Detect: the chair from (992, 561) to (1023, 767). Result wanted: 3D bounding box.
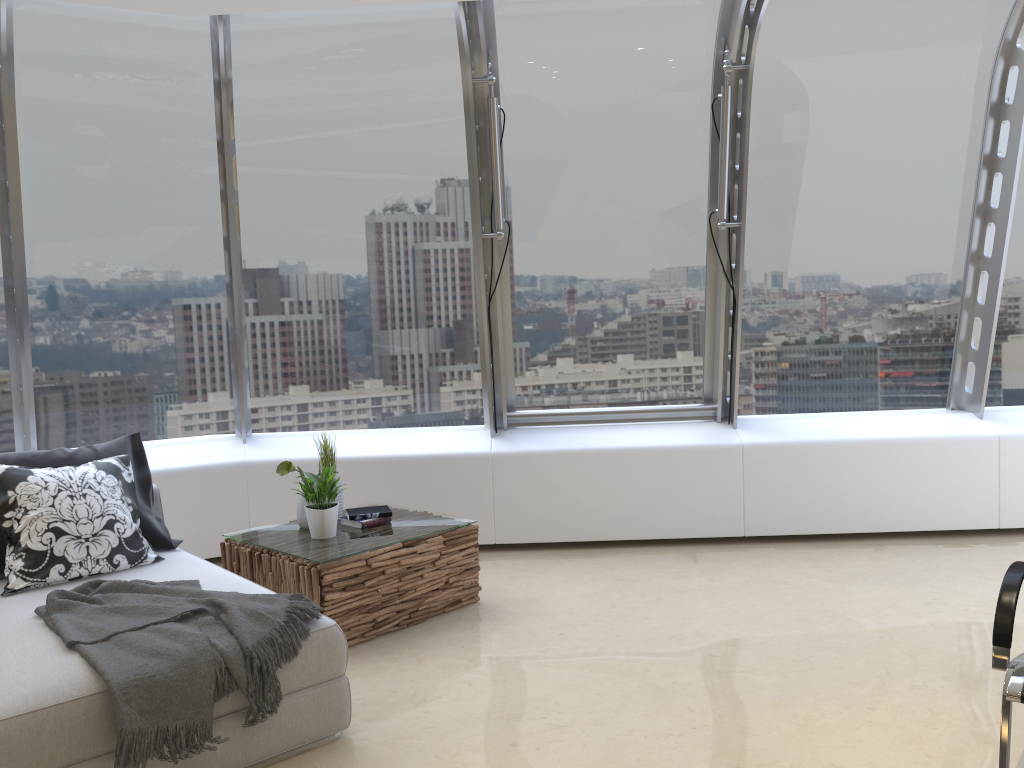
[{"bbox_3d":[1.801,0.726,2.447,0.752,0.972,0.943,1,5,39],"label":"chair"}]

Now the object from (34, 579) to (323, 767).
[{"bbox_3d":[-1.134,0.895,3.123,0.825,0.359,1.024,-6,5,-42],"label":"object"}]

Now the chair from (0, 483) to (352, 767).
[{"bbox_3d":[-1.672,0.919,3.506,1.176,0.690,2.068,-6,5,-40],"label":"chair"}]

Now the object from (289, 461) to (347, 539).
[{"bbox_3d":[-0.937,0.566,4.340,0.284,0.369,0.215,-1,4,22],"label":"object"}]

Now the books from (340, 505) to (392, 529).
[{"bbox_3d":[-0.749,0.691,4.600,0.265,0.063,0.246,-4,4,-24],"label":"books"}]

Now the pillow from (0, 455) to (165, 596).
[{"bbox_3d":[-1.864,0.563,3.765,0.431,0.528,0.683,2,6,44],"label":"pillow"}]

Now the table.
[{"bbox_3d":[-0.809,0.947,4.524,0.923,0.436,1.007,2,6,44],"label":"table"}]

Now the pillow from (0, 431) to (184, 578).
[{"bbox_3d":[-2.083,0.539,3.974,1.070,0.597,0.510,-6,5,-40],"label":"pillow"}]

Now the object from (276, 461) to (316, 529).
[{"bbox_3d":[-1.077,0.557,4.506,0.152,0.370,0.297,0,5,34],"label":"object"}]

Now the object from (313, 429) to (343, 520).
[{"bbox_3d":[-0.980,0.468,4.716,0.153,0.511,0.150,-6,6,-42],"label":"object"}]
